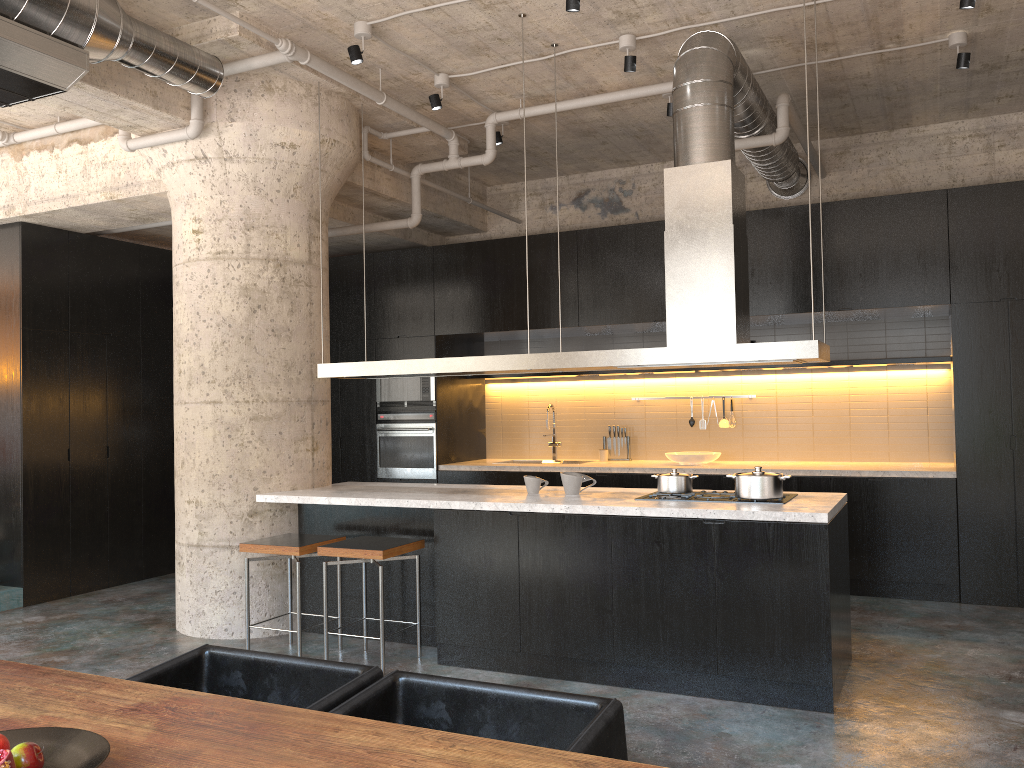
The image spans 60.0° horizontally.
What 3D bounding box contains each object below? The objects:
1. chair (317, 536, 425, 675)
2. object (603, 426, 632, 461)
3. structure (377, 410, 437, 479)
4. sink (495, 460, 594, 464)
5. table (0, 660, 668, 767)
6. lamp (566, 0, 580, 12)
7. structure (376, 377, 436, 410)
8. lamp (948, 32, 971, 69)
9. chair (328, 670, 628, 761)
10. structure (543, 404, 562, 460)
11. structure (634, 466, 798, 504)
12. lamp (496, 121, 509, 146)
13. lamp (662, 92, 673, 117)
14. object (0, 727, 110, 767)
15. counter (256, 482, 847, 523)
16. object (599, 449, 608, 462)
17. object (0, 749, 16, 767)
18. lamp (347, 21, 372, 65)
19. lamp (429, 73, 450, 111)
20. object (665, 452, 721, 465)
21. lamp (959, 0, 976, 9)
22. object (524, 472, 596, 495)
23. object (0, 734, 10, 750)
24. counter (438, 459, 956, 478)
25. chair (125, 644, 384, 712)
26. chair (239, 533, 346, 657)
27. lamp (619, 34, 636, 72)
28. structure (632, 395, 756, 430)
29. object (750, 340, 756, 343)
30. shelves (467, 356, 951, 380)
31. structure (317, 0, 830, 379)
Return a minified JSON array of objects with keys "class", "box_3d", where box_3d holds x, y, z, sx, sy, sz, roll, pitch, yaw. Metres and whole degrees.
[{"class":"chair","box_3d":[-0.820,1.287,5.230,0.450,0.698,0.450,-2,-2,26]},{"class":"object","box_3d":[1.002,0.567,8.491,0.291,0.336,0.060,-2,-2,20]},{"class":"structure","box_3d":[-0.901,0.584,8.710,0.664,0.651,0.649,-2,-2,26]},{"class":"sink","box_3d":[0.310,0.811,8.478,0.890,0.134,0.458,-2,-2,26]},{"class":"table","box_3d":[-0.996,1.170,1.686,2.410,0.756,1.299,-2,-2,26]},{"class":"lamp","box_3d":[0.309,-2.067,4.676,0.107,0.236,0.145,-1,-2,9]},{"class":"structure","box_3d":[-0.892,0.020,8.767,0.659,0.450,0.612,-2,-2,26]},{"class":"lamp","box_3d":[2.826,-2.095,5.603,0.107,0.236,0.145,-1,-2,9]},{"class":"chair","box_3d":[-0.126,1.175,2.187,0.707,0.738,0.754,-2,-2,26]},{"class":"structure","box_3d":[0.376,0.471,8.622,0.125,0.559,0.269,-2,-2,26]},{"class":"structure","box_3d":[1.167,0.549,5.027,0.833,0.187,0.506,-2,-2,26]},{"class":"lamp","box_3d":[-0.091,-1.997,6.990,0.145,0.236,0.107,-1,-2,9]},{"class":"lamp","box_3d":[1.142,-2.038,6.410,0.107,0.236,0.145,-1,-2,9]},{"class":"object","box_3d":[-1.022,0.753,1.728,0.435,0.079,0.435,0,-2,-28]},{"class":"counter","box_3d":[0.140,0.695,5.422,3.500,0.046,1.000,-2,-2,26]},{"class":"object","box_3d":[0.871,0.677,8.440,0.092,0.117,0.092,0,-2,-25]},{"class":"object","box_3d":[-0.991,0.743,1.682,0.088,0.082,0.110,0,-2,-24]},{"class":"lamp","box_3d":[-0.906,-2.025,5.293,0.145,0.236,0.107,-1,-2,9]},{"class":"lamp","box_3d":[-0.502,-2.011,6.135,0.145,0.236,0.107,-1,-2,9]},{"class":"object","box_3d":[1.608,0.661,7.876,0.490,0.093,0.490,-2,-2,23]},{"class":"lamp","box_3d":[2.412,-2.110,4.742,0.107,0.236,0.145,-1,-2,9]},{"class":"object","box_3d":[0.285,0.603,5.411,0.437,0.133,0.188,-2,-2,26]},{"class":"object","box_3d":[-1.046,0.740,1.729,0.100,0.097,0.219,-1,-2,-21]},{"class":"counter","box_3d":[1.490,0.780,7.855,4.360,0.142,1.000,-2,-2,26]},{"class":"chair","box_3d":[-0.783,1.197,2.512,0.707,0.738,0.754,-2,-2,26]},{"class":"chair","box_3d":[-1.330,1.302,5.421,0.450,0.698,0.450,-2,-2,26]},{"class":"lamp","box_3d":[0.723,-2.053,5.539,0.107,0.236,0.145,-1,-2,9]},{"class":"structure","box_3d":[1.681,0.270,8.270,1.171,0.315,0.074,-2,-2,26]},{"class":"object","box_3d":[1.959,-0.286,7.945,0.462,0.240,0.334,-2,-2,23]},{"class":"shelves","box_3d":[1.597,-0.132,8.136,4.362,0.043,0.403,-2,-2,26]},{"class":"structure","box_3d":[0.230,-1.123,5.394,3.117,2.100,0.538,-2,-2,26]}]
